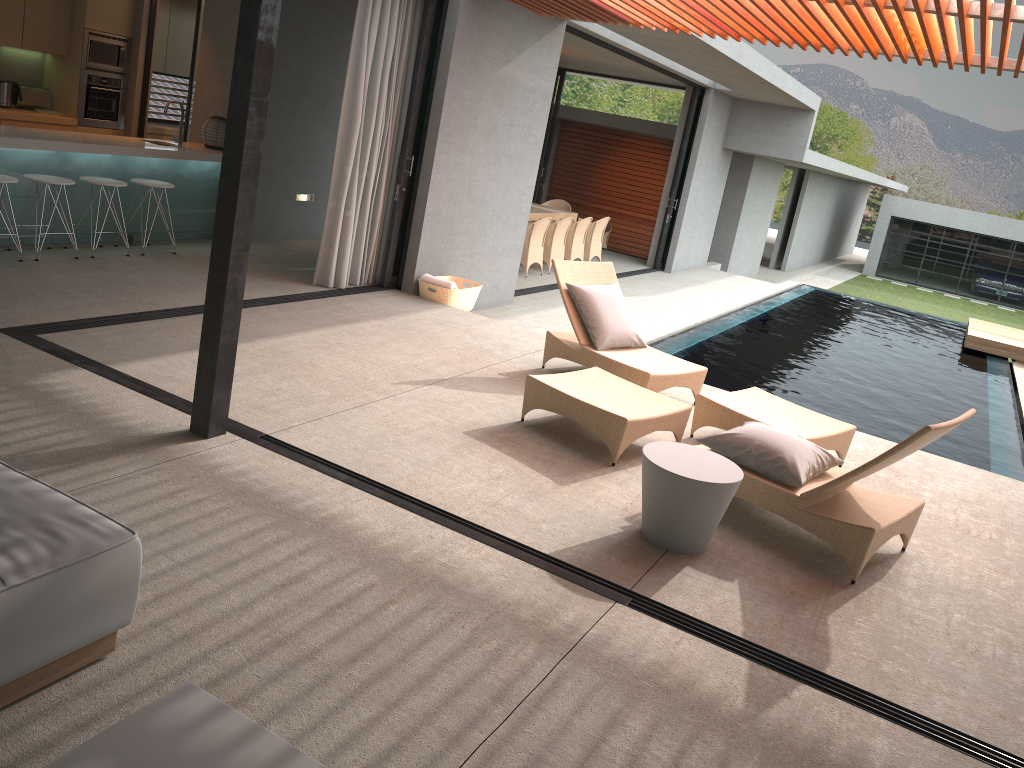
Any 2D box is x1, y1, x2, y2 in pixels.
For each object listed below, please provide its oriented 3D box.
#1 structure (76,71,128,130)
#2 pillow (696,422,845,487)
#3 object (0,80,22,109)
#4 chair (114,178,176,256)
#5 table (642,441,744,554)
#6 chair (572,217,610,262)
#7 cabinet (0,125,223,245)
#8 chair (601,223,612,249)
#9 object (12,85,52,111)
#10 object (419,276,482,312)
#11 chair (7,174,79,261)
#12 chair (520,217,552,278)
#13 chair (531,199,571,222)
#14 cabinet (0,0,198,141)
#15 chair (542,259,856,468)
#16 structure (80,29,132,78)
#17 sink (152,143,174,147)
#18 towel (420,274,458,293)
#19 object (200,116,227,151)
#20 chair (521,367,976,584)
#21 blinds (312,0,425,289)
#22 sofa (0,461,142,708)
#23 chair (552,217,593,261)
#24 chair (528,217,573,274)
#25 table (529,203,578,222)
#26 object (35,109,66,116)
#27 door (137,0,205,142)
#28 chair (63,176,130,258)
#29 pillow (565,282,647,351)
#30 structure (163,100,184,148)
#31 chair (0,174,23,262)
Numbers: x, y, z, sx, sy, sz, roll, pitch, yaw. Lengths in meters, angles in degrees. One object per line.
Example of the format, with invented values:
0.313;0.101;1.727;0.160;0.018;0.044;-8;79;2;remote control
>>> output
-4.709;-3.193;9.875;0.502;0.570;0.602;18;16;25;structure
1.368;0.341;4.660;0.602;0.191;0.598;23;19;35;pillow
-5.315;-3.048;9.278;0.179;0.280;0.280;19;16;30;object
-3.283;-1.515;7.995;0.385;0.613;0.385;17;14;25;chair
0.806;0.546;4.164;0.476;0.386;0.483;13;15;7;table
1.209;-2.380;14.473;0.636;0.849;0.622;17;15;25;chair
-4.050;-1.709;7.662;0.808;0.883;4.160;17;17;24;cabinet
1.816;-3.171;19.618;0.629;0.849;0.629;2;16;-33;chair
-5.212;-3.097;9.581;0.151;0.243;0.393;17;16;24;object
-0.622;-0.848;8.648;0.450;0.295;0.686;18;17;24;object
-3.748;-1.345;7.112;0.385;0.613;0.385;17;14;25;chair
0.173;-2.005;12.523;0.636;0.849;0.622;17;15;25;chair
0.674;-2.874;15.797;0.623;0.849;0.635;17;15;25;chair
-4.822;-2.941;8.392;1.983;2.521;7.541;17;17;24;cabinet
1.222;-0.199;6.194;0.701;0.813;2.334;-2;20;-43;chair
-4.631;-3.679;9.779;0.464;0.430;0.602;18;16;25;structure
-3.462;-2.285;8.740;0.378;0.132;0.377;18;17;25;sink
-0.677;-0.875;8.502;0.372;0.306;0.312;18;16;25;towel
-3.065;-2.613;9.194;0.342;0.329;0.344;15;15;17;object
1.161;0.174;4.891;2.330;0.813;0.702;24;19;39;chair
-1.254;-2.321;7.978;0.231;2.885;0.893;16;13;21;blinds
-1.858;0.434;2.076;1.022;0.720;1.611;18;17;24;sofa
0.864;-2.255;13.823;0.636;0.849;0.622;17;15;25;chair
0.519;-2.130;13.173;0.636;0.849;0.622;17;15;25;chair
-0.260;-2.462;13.972;1.292;0.744;3.288;18;17;24;table
-4.960;-2.912;9.495;0.309;0.034;0.316;9;16;-6;object
-3.290;-0.916;4.451;5.769;4.397;15.622;10;16;-2;door
-3.518;-1.430;7.551;0.385;0.613;0.385;17;14;25;chair
0.721;-0.520;6.707;0.609;0.420;0.434;-4;21;-44;pillow
-3.318;-2.545;8.611;0.260;0.434;0.098;17;14;25;structure
-3.972;-1.264;6.691;0.385;0.613;0.385;17;14;25;chair
